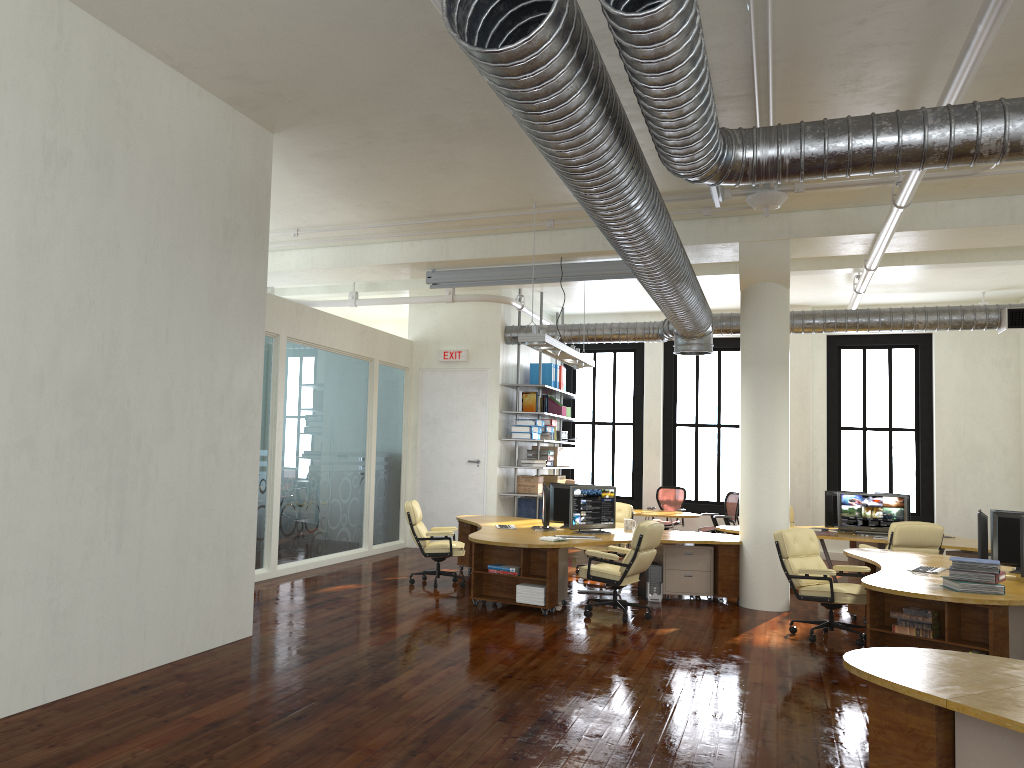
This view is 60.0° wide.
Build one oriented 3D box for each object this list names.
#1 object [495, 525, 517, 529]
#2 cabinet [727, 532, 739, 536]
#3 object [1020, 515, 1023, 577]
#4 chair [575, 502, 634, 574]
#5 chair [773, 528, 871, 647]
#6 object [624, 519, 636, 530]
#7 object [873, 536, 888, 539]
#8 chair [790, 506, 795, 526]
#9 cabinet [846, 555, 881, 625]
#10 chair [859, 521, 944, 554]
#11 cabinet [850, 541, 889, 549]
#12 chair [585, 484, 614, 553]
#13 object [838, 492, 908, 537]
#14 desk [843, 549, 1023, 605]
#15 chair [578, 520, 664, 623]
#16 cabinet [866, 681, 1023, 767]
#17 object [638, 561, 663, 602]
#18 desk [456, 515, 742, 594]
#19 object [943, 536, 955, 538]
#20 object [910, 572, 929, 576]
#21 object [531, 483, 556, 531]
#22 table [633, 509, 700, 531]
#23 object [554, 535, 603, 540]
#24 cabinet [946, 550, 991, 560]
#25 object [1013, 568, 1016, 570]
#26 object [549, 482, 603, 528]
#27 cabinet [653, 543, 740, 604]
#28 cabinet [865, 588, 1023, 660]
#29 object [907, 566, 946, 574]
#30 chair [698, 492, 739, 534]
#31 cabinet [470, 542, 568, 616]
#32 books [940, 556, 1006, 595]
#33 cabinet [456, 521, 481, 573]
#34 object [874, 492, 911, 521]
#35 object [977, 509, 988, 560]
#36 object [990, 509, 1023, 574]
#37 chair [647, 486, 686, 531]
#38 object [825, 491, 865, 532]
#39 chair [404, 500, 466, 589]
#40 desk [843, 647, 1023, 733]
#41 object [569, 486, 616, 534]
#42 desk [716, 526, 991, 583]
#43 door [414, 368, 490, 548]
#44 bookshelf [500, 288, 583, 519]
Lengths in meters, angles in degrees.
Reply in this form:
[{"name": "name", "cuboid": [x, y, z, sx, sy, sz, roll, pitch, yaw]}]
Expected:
[{"name": "object", "cuboid": [-0.077, 1.754, 10.904, 0.231, 0.016, 0.472, 2, -4, -3]}, {"name": "cabinet", "cuboid": [3.533, 2.368, 12.028, 0.887, 0.708, 0.891, 2, -4, -4]}, {"name": "object", "cuboid": [4.611, 1.387, 7.411, 0.782, 0.552, 0.300, 3, -4, -10]}, {"name": "chair", "cuboid": [1.247, 2.142, 12.229, 0.783, 1.020, 0.710, -1, -5, 31]}, {"name": "chair", "cuboid": [3.015, 1.919, 8.499, 0.650, 1.020, 0.855, 5, -5, -39]}, {"name": "object", "cuboid": [1.490, 1.784, 11.269, 0.132, 0.131, 0.117, 4, -5, -28]}, {"name": "object", "cuboid": [4.850, 1.959, 11.223, 0.520, 0.016, 0.208, -1, -5, 32]}, {"name": "chair", "cuboid": [4.062, 2.335, 13.380, 0.714, 1.020, 0.786, 2, -4, -5]}, {"name": "cabinet", "cuboid": [4.148, 2.167, 9.128, 0.867, 0.708, 0.910, 2, -4, -9]}, {"name": "chair", "cuboid": [4.687, 2.153, 10.735, 0.701, 1.020, 0.799, 2, -4, -10]}, {"name": "cabinet", "cuboid": [5.504, 2.529, 13.168, 0.961, 0.708, 0.816, 0, -5, 26]}, {"name": "chair", "cuboid": [1.614, 2.333, 15.386, 0.823, 1.157, 0.667, 0, -5, 25]}, {"name": "object", "cuboid": [4.802, 1.734, 11.814, 0.860, 0.552, 0.272, 0, -4, 19]}, {"name": "desk", "cuboid": [4.397, 2.077, 8.089, 3.821, 0.734, 3.575, 3, -4, -8]}, {"name": "chair", "cuboid": [1.118, 1.905, 9.226, 0.853, 1.020, 0.652, -1, -5, 31]}, {"name": "cabinet", "cuboid": [2.228, 1.685, 3.811, 0.809, 0.708, 0.968, 5, -5, -34]}, {"name": "object", "cuboid": [1.640, 2.332, 10.529, 0.181, 0.411, 0.477, 2, -4, -3]}, {"name": "desk", "cuboid": [0.493, 2.172, 11.179, 3.576, 0.734, 3.796, 5, -5, -30]}, {"name": "object", "cuboid": [5.781, 2.060, 12.081, 0.231, 0.016, 0.472, 2, -4, -3]}, {"name": "object", "cuboid": [3.510, 1.635, 7.649, 0.115, 0.015, 0.129, 1, -4, 8]}, {"name": "object", "cuboid": [0.391, 1.503, 10.921, 0.298, 0.552, 0.789, 1, -4, 2]}, {"name": "table", "cuboid": [2.365, 2.530, 14.909, 1.339, 0.744, 1.629, 6, -6, -43]}, {"name": "object", "cuboid": [0.734, 1.700, 9.820, 0.460, 0.016, 0.237, 3, -4, -11]}, {"name": "cabinet", "cuboid": [5.893, 2.352, 10.695, 0.808, 0.708, 0.969, 5, -5, -34]}, {"name": "object", "cuboid": [4.931, 1.725, 8.155, 0.208, 0.016, 0.522, 6, -6, -40]}, {"name": "object", "cuboid": [0.849, 1.539, 11.168, 0.884, 0.552, 0.265, -1, -5, 32]}, {"name": "cabinet", "cuboid": [2.182, 2.216, 10.697, 0.895, 0.708, 0.883, 2, -4, -1]}, {"name": "cabinet", "cuboid": [3.444, 1.971, 6.934, 0.806, 0.708, 0.970, 5, -5, -39]}, {"name": "object", "cuboid": [3.731, 1.668, 7.980, 0.252, 0.016, 0.430, -1, -5, 35]}, {"name": "chair", "cuboid": [-0.200, 2.166, 14.083, 7.752, 1.157, 0.963, 3, -4, -6]}, {"name": "cabinet", "cuboid": [0.142, 2.060, 9.657, 0.965, 0.708, 0.812, -1, -5, 29]}, {"name": "books", "cuboid": [3.517, 1.463, 6.789, 0.454, 0.227, 0.417, -1, -5, 32]}, {"name": "cabinet", "cuboid": [-0.135, 2.241, 12.122, 0.812, 0.708, 0.965, 4, -5, -32]}, {"name": "object", "cuboid": [5.214, 1.776, 12.155, 0.287, 0.552, 0.817, 2, -4, -8]}, {"name": "object", "cuboid": [4.185, 1.412, 7.938, 0.318, 0.552, 0.736, -1, -5, 29]}, {"name": "object", "cuboid": [4.748, 1.433, 7.947, 0.265, 0.552, 0.881, 4, -5, -36]}, {"name": "chair", "cuboid": [2.781, 2.401, 15.701, 0.791, 1.157, 0.693, -1, -5, 30]}, {"name": "object", "cuboid": [4.664, 1.777, 12.429, 0.747, 0.552, 0.314, 4, -5, -26]}, {"name": "chair", "cuboid": [-0.943, 1.965, 10.977, 0.805, 1.020, 0.696, 1, -4, 6]}, {"name": "desk", "cuboid": [3.526, 1.614, 2.516, 3.511, 0.734, 3.892, 2, -4, -3]}, {"name": "object", "cuboid": [0.973, 1.498, 10.579, 0.733, 0.552, 0.319, 5, -5, -38]}, {"name": "desk", "cuboid": [5.115, 2.428, 12.295, 4.224, 0.734, 3.211, 0, -5, 27]}, {"name": "door", "cuboid": [-1.005, 1.249, 14.767, 1.334, 3.029, 0.089, 0, -4, 24]}, {"name": "bookshelf", "cuboid": [0.624, 0.778, 15.950, 0.703, 4.600, 3.358, 0, -4, 17]}]
